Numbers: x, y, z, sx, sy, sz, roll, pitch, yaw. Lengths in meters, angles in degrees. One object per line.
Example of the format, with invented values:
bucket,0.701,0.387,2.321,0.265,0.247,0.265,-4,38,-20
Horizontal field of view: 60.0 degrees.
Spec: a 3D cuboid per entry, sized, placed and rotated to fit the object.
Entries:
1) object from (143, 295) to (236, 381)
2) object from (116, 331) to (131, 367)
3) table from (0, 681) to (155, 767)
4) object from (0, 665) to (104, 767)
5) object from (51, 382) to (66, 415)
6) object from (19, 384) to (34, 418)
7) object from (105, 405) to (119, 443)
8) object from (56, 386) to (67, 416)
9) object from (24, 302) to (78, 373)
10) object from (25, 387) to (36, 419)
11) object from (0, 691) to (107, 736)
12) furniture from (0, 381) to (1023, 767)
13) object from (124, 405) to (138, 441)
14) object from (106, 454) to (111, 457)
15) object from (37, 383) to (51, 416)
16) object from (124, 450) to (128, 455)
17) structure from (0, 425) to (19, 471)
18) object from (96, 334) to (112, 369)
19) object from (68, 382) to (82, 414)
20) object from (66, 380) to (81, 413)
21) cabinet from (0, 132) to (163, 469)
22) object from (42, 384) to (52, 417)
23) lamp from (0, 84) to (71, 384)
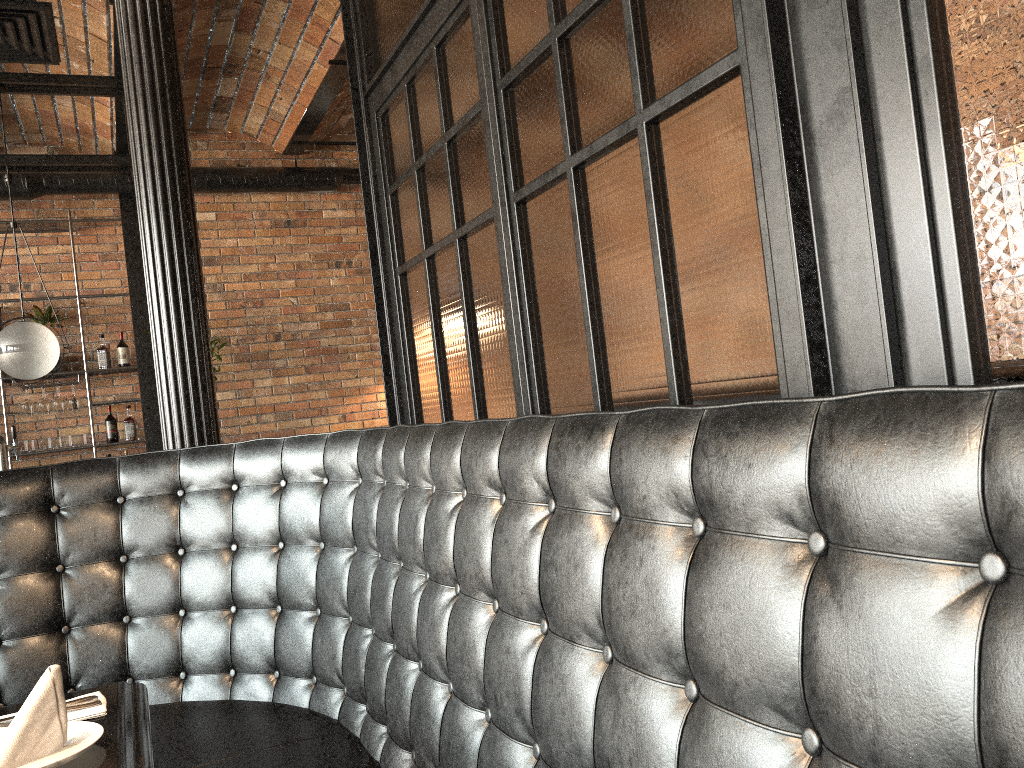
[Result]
object,-2.382,-0.042,6.662,0.584,1.546,0.673,-7,-1,15
object,-3.075,-0.267,7.008,0.086,0.298,0.086,-7,-1,30
table,-0.954,0.999,1.298,0.872,0.758,0.872,-6,-1,-24
object,-0.779,0.535,1.405,0.232,0.139,0.232,-7,-1,24
object,-3.428,0.108,6.697,0.092,0.244,0.092,-7,-1,15
object,-3.618,0.129,6.612,0.092,0.244,0.092,-7,-1,15
object,-3.128,0.312,6.918,0.086,0.299,0.086,-7,-1,25
object,-3.494,0.118,6.848,0.092,0.244,0.092,-7,-1,15
object,-3.535,-0.348,6.744,0.398,0.560,0.374,-7,-1,38
object,-3.684,0.139,6.763,0.092,0.244,0.092,-7,-1,15
object,-0.875,0.605,1.608,0.255,0.019,0.157,-6,-1,-28
furniture,-0.230,0.671,0.445,1.979,1.212,5.451,-6,-1,-24
object,-3.002,0.307,6.970,0.083,0.282,0.083,-6,-1,-14
object,-3.121,0.686,6.892,0.083,0.282,0.083,-6,-1,-39
object,-3.518,0.118,6.657,0.092,0.244,0.092,-7,-1,15
object,-3.013,0.667,6.955,0.086,0.298,0.086,-7,-1,25
structure,-4.157,1.103,5.119,5.346,1.430,1.930,-6,-1,-24
object,-3.191,-0.246,6.926,0.083,0.282,0.083,-6,-1,-9
object,-3.400,0.108,6.890,0.092,0.244,0.092,-7,-1,15
object,-3.334,0.098,6.739,0.092,0.244,0.092,-7,-1,15
cabinet,-5.983,0.205,5.626,7.075,3.779,0.564,-6,-1,-24
object,-3.584,0.128,6.808,0.092,0.244,0.092,-7,-1,15
lamp,-2.885,-0.873,5.141,0.340,1.754,0.340,-7,-1,22
